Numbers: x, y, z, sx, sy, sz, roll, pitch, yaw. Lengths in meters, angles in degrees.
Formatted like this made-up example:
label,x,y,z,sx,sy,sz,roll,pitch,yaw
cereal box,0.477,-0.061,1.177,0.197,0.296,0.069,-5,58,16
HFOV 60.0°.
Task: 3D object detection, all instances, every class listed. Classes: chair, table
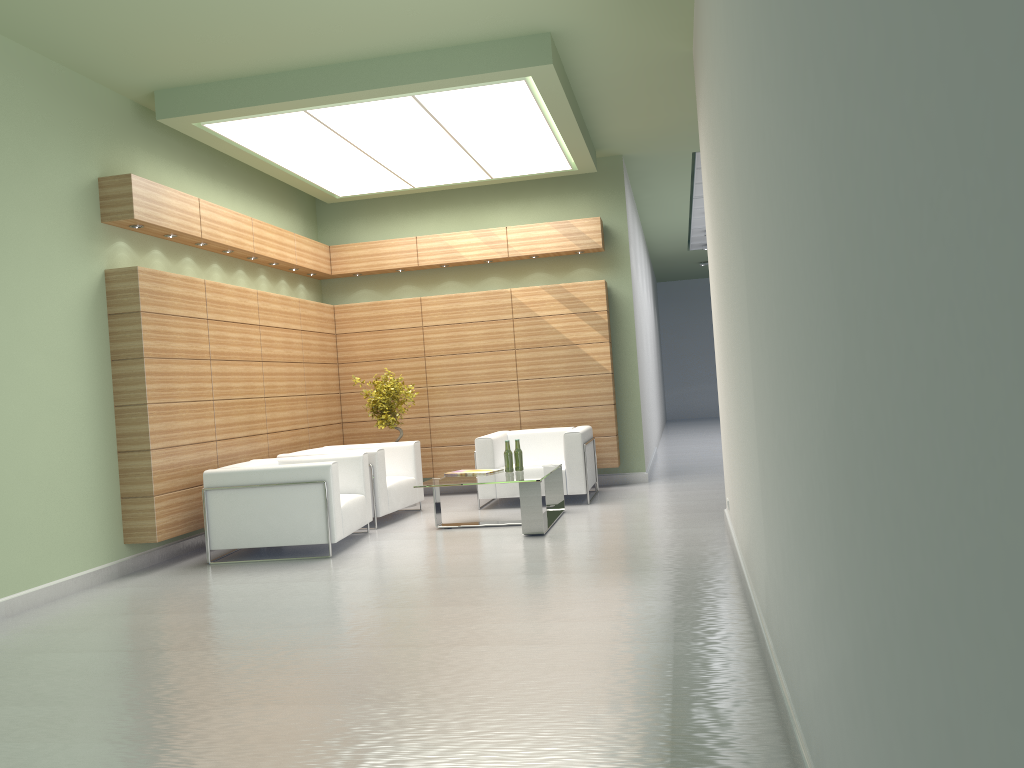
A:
label,x,y,z,sx,sy,sz,roll,pitch,yaw
chair,-3.060,1.685,12.436,1.802,1.234,1.894,-4,0,6
chair,0.460,1.441,15.596,1.894,1.234,1.802,-4,0,11
table,-0.259,1.704,13.122,1.783,0.742,2.197,-4,0,11
chair,-2.607,1.661,14.717,1.769,1.234,1.894,-4,0,16

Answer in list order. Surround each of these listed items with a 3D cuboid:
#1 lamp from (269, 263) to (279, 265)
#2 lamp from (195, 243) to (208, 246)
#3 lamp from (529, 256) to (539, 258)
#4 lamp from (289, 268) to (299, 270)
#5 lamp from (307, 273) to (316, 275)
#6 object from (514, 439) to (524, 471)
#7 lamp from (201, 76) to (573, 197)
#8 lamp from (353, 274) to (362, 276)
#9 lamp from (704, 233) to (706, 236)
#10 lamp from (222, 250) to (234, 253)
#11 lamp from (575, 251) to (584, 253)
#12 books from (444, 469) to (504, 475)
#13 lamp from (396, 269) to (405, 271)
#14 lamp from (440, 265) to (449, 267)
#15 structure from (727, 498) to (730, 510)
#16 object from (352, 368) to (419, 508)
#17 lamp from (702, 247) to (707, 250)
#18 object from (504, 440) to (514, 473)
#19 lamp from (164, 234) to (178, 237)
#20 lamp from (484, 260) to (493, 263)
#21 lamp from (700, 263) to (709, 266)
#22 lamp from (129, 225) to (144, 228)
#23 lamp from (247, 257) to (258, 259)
label,x,y,z,sx,sy,sz,roll,pitch,yaw
lamp,-4.212,-2.149,15.685,0.181,0.074,0.181,-4,0,-6
lamp,-4.665,-2.125,13.314,0.181,0.074,0.181,-4,0,-6
lamp,0.423,-2.481,17.133,0.181,0.074,0.181,-4,0,-29
lamp,-4.058,-2.157,16.491,0.181,0.074,0.181,-4,0,-17
lamp,-3.906,-2.165,17.285,0.181,0.074,0.181,-4,0,-6
object,0.094,1.067,13.303,0.131,0.475,0.131,-4,0,-24
lamp,-1.600,-3.935,14.320,4.571,0.325,5.060,-4,0,11
lamp,-3.106,-2.221,17.810,0.181,0.074,0.181,-4,0,5
lamp,6.239,-4.650,27.195,0.657,0.159,0.286,-4,0,11
lamp,-4.515,-2.133,14.101,0.181,0.074,0.181,-4,0,-17
lamp,1.290,-2.545,16.967,0.181,0.074,0.181,-4,0,5
books,-0.581,1.343,13.537,0.762,0.025,0.508,-4,0,31
lamp,-2.225,-2.286,17.641,0.181,0.074,0.181,-4,0,5
lamp,-1.334,-2.352,17.470,0.181,0.074,0.181,-4,0,-29
structure,2.703,1.499,11.091,0.017,0.118,0.262,-4,0,11
object,-2.308,0.969,16.316,1.201,2.565,1.116,-4,0,-21
lamp,6.811,-4.680,30.188,0.657,0.159,0.286,-4,0,11
object,-0.055,1.078,13.209,0.131,0.475,0.131,-4,0,-24
lamp,-4.818,-2.117,12.515,0.181,0.074,0.181,-4,0,-6
lamp,-0.462,-2.416,17.303,0.181,0.074,0.181,-4,0,5
lamp,7.649,-4.725,34.573,0.657,0.159,0.286,-4,0,11
lamp,-4.968,-2.109,11.733,0.181,0.074,0.181,-4,0,-17
lamp,-4.362,-2.141,14.901,0.181,0.074,0.181,-4,0,-6
